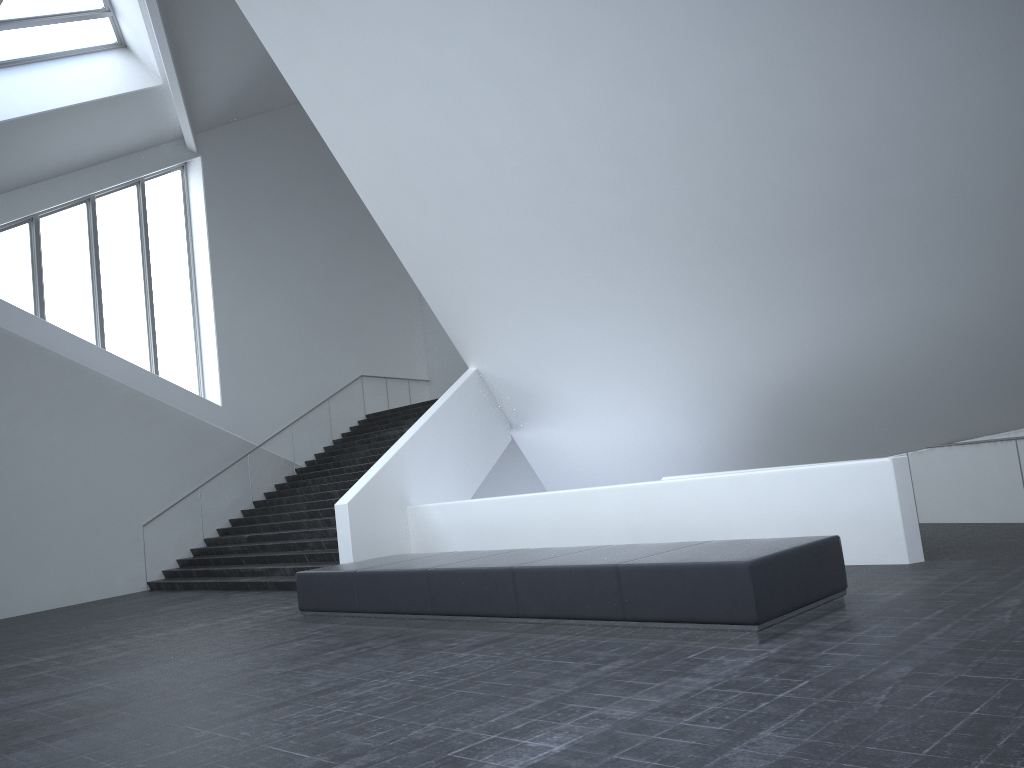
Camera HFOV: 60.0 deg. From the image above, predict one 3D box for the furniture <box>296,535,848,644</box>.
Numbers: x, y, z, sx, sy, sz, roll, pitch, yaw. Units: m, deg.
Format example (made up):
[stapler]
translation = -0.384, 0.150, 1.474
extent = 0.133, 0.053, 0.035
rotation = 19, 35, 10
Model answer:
[furniture]
translation = 0.137, 1.962, 8.588
extent = 5.742, 0.580, 1.488
rotation = -12, -8, 43
